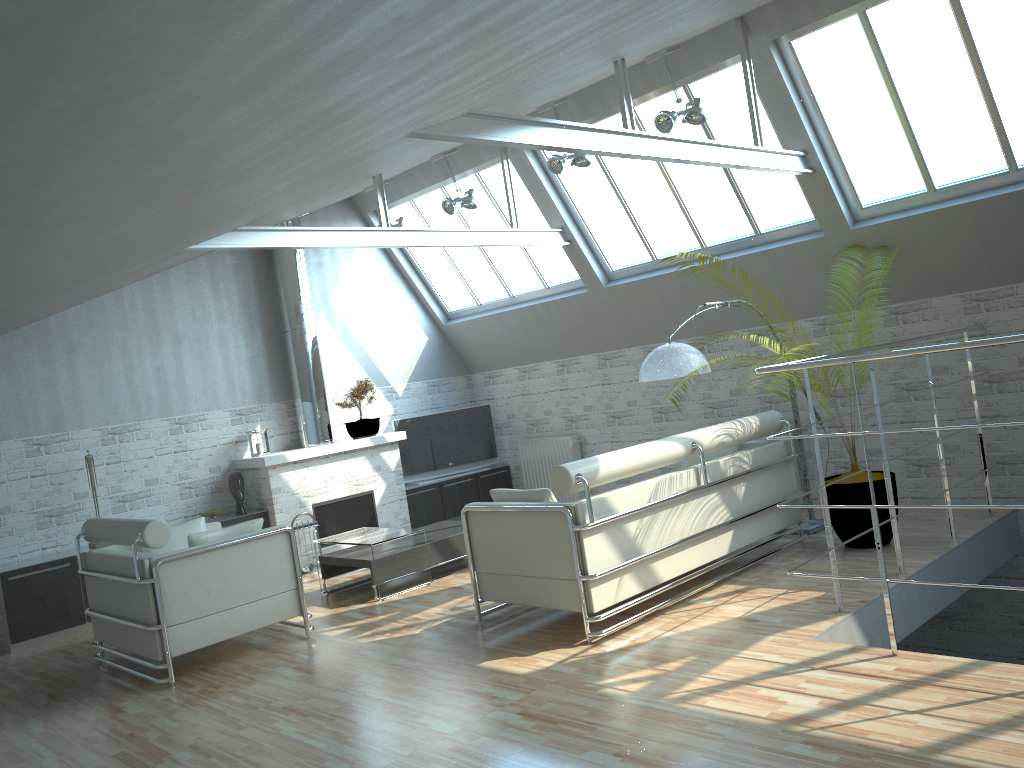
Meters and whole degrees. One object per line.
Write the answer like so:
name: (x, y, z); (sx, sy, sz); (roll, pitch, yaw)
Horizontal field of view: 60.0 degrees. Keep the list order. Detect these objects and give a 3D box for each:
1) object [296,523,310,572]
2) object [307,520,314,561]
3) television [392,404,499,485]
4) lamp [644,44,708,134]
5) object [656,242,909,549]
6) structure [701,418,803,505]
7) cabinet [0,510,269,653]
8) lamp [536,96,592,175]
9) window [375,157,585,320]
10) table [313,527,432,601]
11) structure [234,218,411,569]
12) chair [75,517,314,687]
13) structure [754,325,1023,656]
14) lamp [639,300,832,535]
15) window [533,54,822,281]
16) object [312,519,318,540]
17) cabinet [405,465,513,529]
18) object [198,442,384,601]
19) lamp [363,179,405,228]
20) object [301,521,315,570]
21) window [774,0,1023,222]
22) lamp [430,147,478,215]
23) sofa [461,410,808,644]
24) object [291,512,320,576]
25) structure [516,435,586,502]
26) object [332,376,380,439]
object: (-3.944, 3.055, 16.628); (0.131, 0.916, 0.146); (-9, 1, -43)
object: (-3.817, 3.003, 16.836); (0.025, 0.855, 0.025); (-9, 0, -21)
television: (-1.539, 1.393, 20.467); (2.577, 1.514, 0.592); (-9, 0, -33)
lamp: (2.310, -4.281, 12.822); (0.619, 1.172, 0.808); (-9, 0, -39)
object: (3.876, 0.194, 12.580); (3.777, 4.386, 5.015); (-9, 0, 22)
structure: (4.428, 1.452, 16.179); (0.508, 1.524, 1.892); (-9, 1, -43)
cabinet: (-6.515, 3.336, 15.639); (4.572, 1.270, 0.914); (-9, 1, -43)
lamp: (0.798, -4.060, 14.445); (0.618, 1.172, 0.808); (-9, 0, -39)
window: (-0.697, -3.057, 19.078); (1.897, 2.787, 4.651); (-9, 1, -43)
table: (-2.278, 2.880, 14.393); (1.015, 0.867, 1.726); (-9, 1, -43)
structure: (-4.085, -0.037, 18.155); (3.302, 7.180, 1.309); (-9, 1, -43)
chair: (-4.399, 2.666, 12.177); (2.201, 2.001, 2.507); (-9, 1, -43)
structure: (6.730, 0.592, 9.187); (6.483, 2.781, 5.366); (-9, 1, -43)
lamp: (3.851, 0.525, 13.611); (4.621, 3.709, 1.015); (-9, 0, -37)
window: (2.749, -3.558, 15.379); (1.897, 2.787, 4.651); (-9, 1, -43)
object: (-3.734, 2.999, 16.914); (0.026, 0.873, 0.155); (-9, 1, -42)
cabinet: (-1.456, 2.661, 20.460); (3.234, 1.016, 0.908); (-9, 1, -43)
object: (-3.692, 2.256, 15.314); (1.528, 2.558, 4.859); (-9, 1, -44)
lamp: (-2.619, -3.563, 18.112); (0.619, 1.172, 0.808); (-9, 0, -39)
object: (-3.842, 3.047, 16.729); (0.145, 0.932, 0.065); (-8, 0, 28)
window: (6.195, -4.060, 11.681); (1.897, 2.787, 4.651); (-9, 1, -43)
lamp: (-1.119, -3.781, 16.502); (0.619, 1.172, 0.808); (-9, 0, -39)
sofa: (1.819, 1.719, 12.197); (4.866, 1.999, 2.199); (-9, 1, -43)
object: (-3.910, 3.002, 16.866); (0.584, 1.124, 0.412); (-9, 1, -43)
structure: (0.944, 1.959, 19.919); (0.508, 1.524, 1.892); (-9, 1, -43)
object: (-3.268, 0.510, 18.618); (1.115, 1.265, 0.572); (-9, 0, -39)
